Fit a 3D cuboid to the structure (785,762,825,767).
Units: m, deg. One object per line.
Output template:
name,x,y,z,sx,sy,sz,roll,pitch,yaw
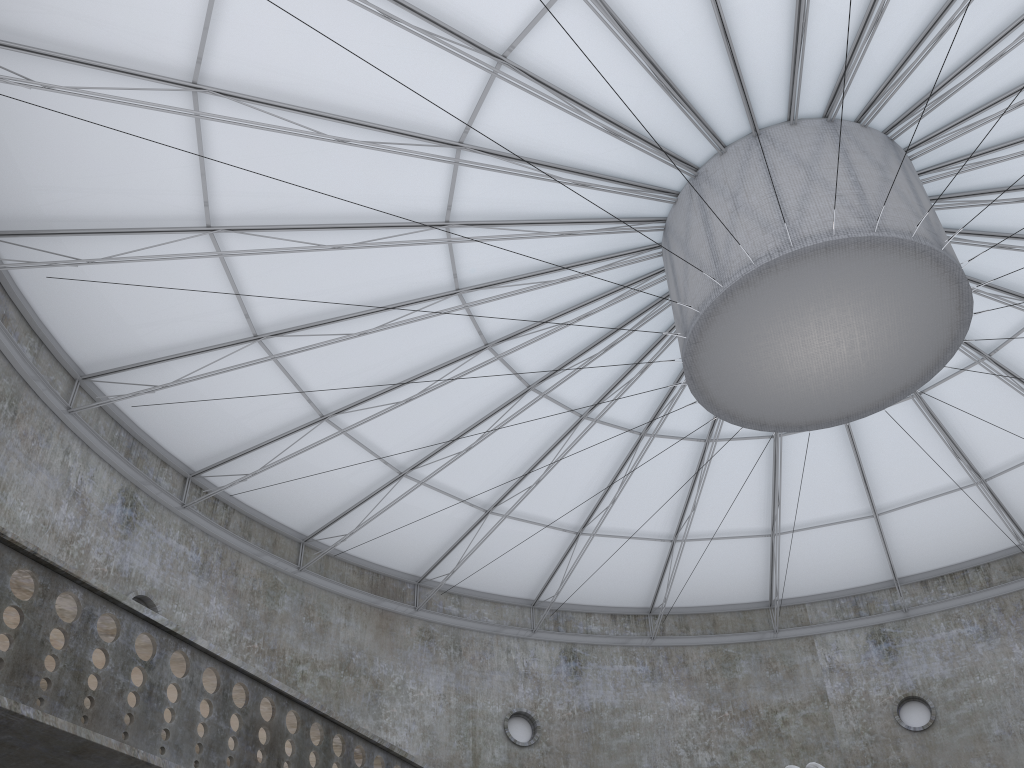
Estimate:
structure,9.984,8.033,13.050,10.753,5.540,16.058,10,-40,-14
